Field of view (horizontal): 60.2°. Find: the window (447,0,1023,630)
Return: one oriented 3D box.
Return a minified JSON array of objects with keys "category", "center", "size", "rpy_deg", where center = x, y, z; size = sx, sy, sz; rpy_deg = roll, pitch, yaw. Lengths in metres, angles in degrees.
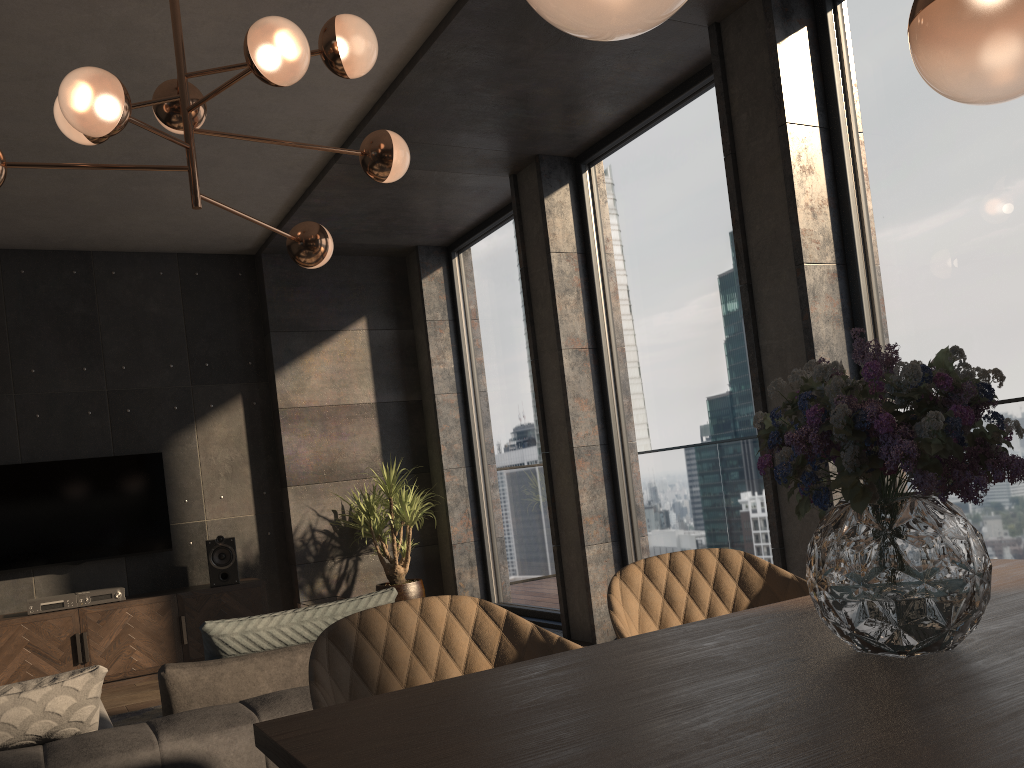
[{"category":"window","center":[1.406,-0.187,3.987],"size":[0.198,2.988,7.328],"rpy_deg":[-6,-5,-29]}]

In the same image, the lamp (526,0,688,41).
[{"category":"lamp","center":[0.031,-1.153,0.977],"size":[0.240,1.540,0.238],"rpy_deg":[-8,-2,36]}]

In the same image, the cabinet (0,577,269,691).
[{"category":"cabinet","center":[-2.888,1.764,5.915],"size":[2.400,0.549,0.545],"rpy_deg":[-3,-5,-29]}]

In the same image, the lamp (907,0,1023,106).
[{"category":"lamp","center":[0.640,-1.186,1.317],"size":[0.238,1.540,0.240],"rpy_deg":[-6,-1,-24]}]

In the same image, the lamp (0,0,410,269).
[{"category":"lamp","center":[-0.975,-1.068,2.946],"size":[1.021,1.035,1.461],"rpy_deg":[-9,-5,37]}]

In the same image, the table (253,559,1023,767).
[{"category":"table","center":[0.537,0.718,1.133],"size":[1.461,0.767,0.775],"rpy_deg":[-4,-5,-29]}]

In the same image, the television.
[{"category":"television","center":[-3.071,0.895,6.147],"size":[1.261,0.734,0.058],"rpy_deg":[-4,-2,-29]}]

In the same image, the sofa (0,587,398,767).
[{"category":"sofa","center":[-1.529,1.163,3.020],"size":[2.017,0.781,2.936],"rpy_deg":[-3,-7,-30]}]

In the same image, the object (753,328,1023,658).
[{"category":"object","center":[0.473,0.131,1.113],"size":[0.330,0.408,0.297],"rpy_deg":[-9,-4,31]}]

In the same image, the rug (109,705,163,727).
[{"category":"rug","center":[-0.968,1.572,3.779],"size":[1.723,0.020,3.171],"rpy_deg":[-3,-7,-29]}]

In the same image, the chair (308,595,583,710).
[{"category":"chair","center":[-0.026,0.788,1.467],"size":[0.553,0.834,0.514],"rpy_deg":[-5,-3,-35]}]

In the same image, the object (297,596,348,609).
[{"category":"object","center":[-0.894,1.167,4.236],"size":[0.198,0.260,0.198],"rpy_deg":[-5,-4,-29]}]

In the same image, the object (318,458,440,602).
[{"category":"object","center":[-0.976,1.229,6.781],"size":[0.952,1.356,1.028],"rpy_deg":[-7,-3,2]}]

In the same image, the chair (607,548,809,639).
[{"category":"chair","center":[0.504,0.760,1.767],"size":[0.553,0.834,0.513],"rpy_deg":[-6,-3,-20]}]

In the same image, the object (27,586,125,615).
[{"category":"object","center":[-2.891,1.436,5.860],"size":[0.571,0.087,0.273],"rpy_deg":[-3,-7,-29]}]

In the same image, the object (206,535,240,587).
[{"category":"object","center":[-2.071,1.256,6.315],"size":[0.197,0.353,0.251],"rpy_deg":[-6,-3,-19]}]
